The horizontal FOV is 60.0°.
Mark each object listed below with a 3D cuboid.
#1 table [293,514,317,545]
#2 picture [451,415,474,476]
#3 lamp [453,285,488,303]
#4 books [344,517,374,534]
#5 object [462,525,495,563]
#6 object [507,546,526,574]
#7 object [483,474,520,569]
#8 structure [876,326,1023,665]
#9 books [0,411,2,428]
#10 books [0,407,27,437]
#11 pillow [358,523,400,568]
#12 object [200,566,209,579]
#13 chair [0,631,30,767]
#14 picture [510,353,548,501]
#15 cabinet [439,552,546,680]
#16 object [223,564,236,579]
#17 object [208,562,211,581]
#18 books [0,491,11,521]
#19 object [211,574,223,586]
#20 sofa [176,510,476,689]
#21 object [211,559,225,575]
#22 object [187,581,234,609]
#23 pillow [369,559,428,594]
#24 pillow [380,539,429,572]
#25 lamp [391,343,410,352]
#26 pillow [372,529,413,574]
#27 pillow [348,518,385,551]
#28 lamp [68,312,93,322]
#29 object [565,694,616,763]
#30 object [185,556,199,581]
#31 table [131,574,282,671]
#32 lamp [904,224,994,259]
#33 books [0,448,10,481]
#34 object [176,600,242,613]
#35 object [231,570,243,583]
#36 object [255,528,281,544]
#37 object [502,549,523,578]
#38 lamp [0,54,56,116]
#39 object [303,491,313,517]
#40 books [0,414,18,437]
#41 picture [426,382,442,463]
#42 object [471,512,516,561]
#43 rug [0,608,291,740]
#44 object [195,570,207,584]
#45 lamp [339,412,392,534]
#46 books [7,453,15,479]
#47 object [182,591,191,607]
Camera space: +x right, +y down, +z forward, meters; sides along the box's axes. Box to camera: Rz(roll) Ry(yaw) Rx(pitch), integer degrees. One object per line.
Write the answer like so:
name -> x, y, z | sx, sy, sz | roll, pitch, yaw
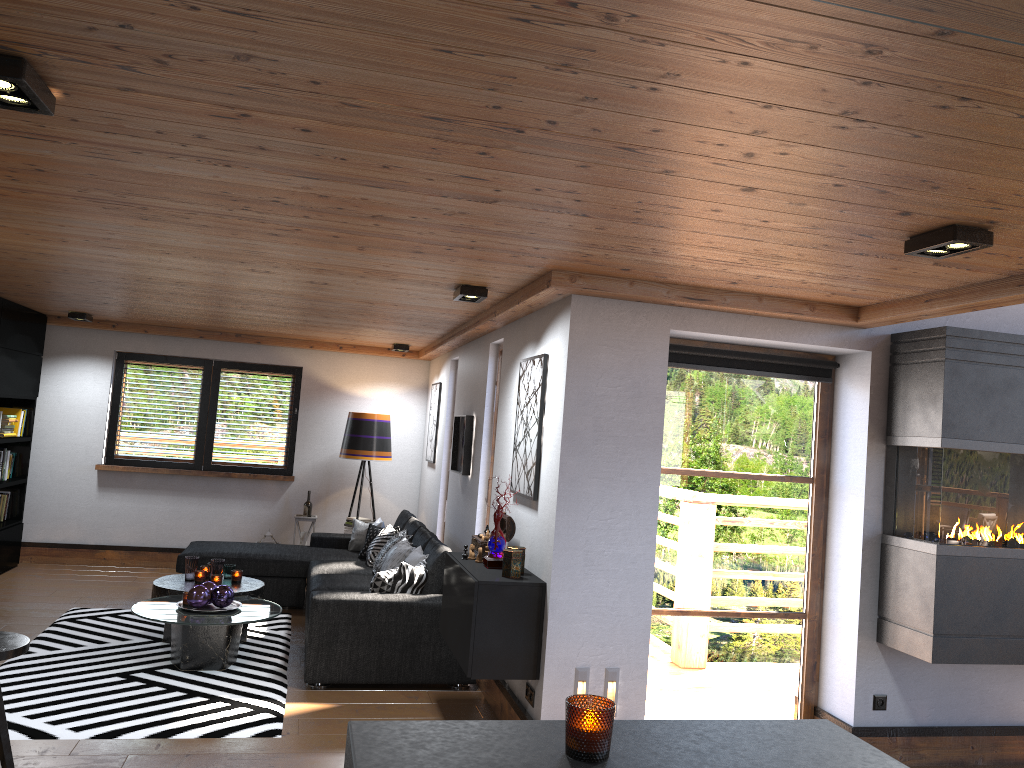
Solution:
table -> -2.103, 1.633, 8.922 | 0.228, 0.609, 0.223 | 5, -4, -13
picture -> -0.391, 0.470, 6.915 | 0.067, 0.451, 0.555 | 5, -4, -13
lamp -> -0.235, -0.511, 4.985 | 0.156, 0.068, 0.259 | 5, -3, -13
books -> -1.522, 1.416, 8.825 | 0.253, 0.159, 0.221 | 1, -5, 43
object -> -0.173, 0.889, 4.998 | 0.203, 0.197, 0.354 | 4, -3, -1
object -> 0.018, 0.915, 4.610 | 0.107, 0.135, 0.097 | 3, -4, 18
object -> -0.059, 0.732, 4.768 | 0.152, 0.505, 0.322 | 5, -4, -13
structure -> 2.748, 0.603, 4.728 | 1.452, 1.651, 0.430 | 5, -4, -14
books -> -4.616, 0.347, 7.737 | 0.183, 0.233, 0.282 | 5, -4, -10
books -> -4.680, 0.356, 8.282 | 0.214, 0.261, 0.209 | 5, -4, -13
pillow -> -1.096, 1.362, 7.477 | 0.313, 0.364, 0.663 | 6, -4, -18
object -> -2.220, 1.363, 6.424 | 0.079, 0.081, 0.079 | 4, -4, 2
chair -> -1.957, 1.282, 3.141 | 0.395, 0.722, 0.390 | 5, -4, -13
picture -> 0.089, 0.237, 4.969 | 0.020, 0.782, 0.559 | 5, -4, -13
cabinet -> -0.127, 1.215, 4.766 | 0.360, 0.469, 0.949 | 5, -3, -13
object -> -2.065, 1.370, 6.458 | 0.092, 0.099, 0.093 | 3, -4, 24
object -> -2.126, 1.347, 6.348 | 0.115, 0.122, 0.112 | 7, -5, -37
books -> -4.794, 1.131, 8.193 | 0.214, 0.261, 0.250 | 5, -4, -13
object -> -2.039, 1.360, 6.117 | 0.079, 0.081, 0.079 | 4, -4, 2
sofa -> -1.543, 1.448, 6.723 | 2.099, 0.819, 3.070 | 5, -3, -13
object -> -2.079, 1.321, 6.242 | 0.095, 0.168, 0.093 | 8, -5, -42
object -> -1.916, 1.333, 5.603 | 0.287, 0.143, 0.261 | 6, -4, -30
pillow -> -0.712, 1.298, 5.721 | 0.296, 0.346, 0.541 | 2, -4, 38
pillow -> -0.766, 1.301, 6.248 | 0.285, 0.329, 0.721 | 6, -4, -23
lamp -> -1.114, -0.365, 8.845 | 0.156, 0.068, 0.259 | 5, -3, -13
pillow -> -0.923, 1.338, 6.873 | 0.277, 0.356, 0.723 | 5, -3, -13
pillow -> -1.279, 1.369, 7.947 | 0.219, 0.347, 0.561 | 7, -4, -33
lamp -> -3.963, -0.622, 8.145 | 0.156, 0.068, 0.259 | 5, -3, -13
object -> 0.120, 0.537, 1.384 | 0.078, 0.081, 0.080 | 2, -4, 32
object -> -2.274, 1.308, 6.278 | 0.095, 0.168, 0.093 | 8, -5, -42
table -> -1.988, 1.578, 5.880 | 0.900, 0.372, 1.515 | 5, -3, -12
lamp -> 1.485, -0.489, 3.023 | 0.156, 0.068, 0.259 | 5, -3, -13
books -> -4.659, 0.714, 7.894 | 0.223, 0.296, 0.343 | 5, -4, -13
object -> -1.908, 1.399, 5.589 | 0.394, 0.022, 0.395 | 4, -3, 6
object -> -1.971, 1.378, 6.351 | 0.079, 0.081, 0.079 | 4, -4, 2
object -> -2.454, 1.679, 8.885 | 0.254, 0.462, 0.249 | 5, -4, -13
object -> 0.001, 0.906, 4.479 | 0.109, 0.135, 0.096 | 6, -4, -23
lamp -> -1.237, -0.744, 2.173 | 0.156, 0.068, 0.259 | 5, -3, -13
object -> -2.059, 1.220, 8.950 | 0.086, 0.286, 0.088 | 1, -5, 40
books -> -4.648, 0.374, 8.022 | 0.262, 0.197, 0.294 | 5, -3, -10
picture -> -0.778, 0.381, 8.775 | 0.020, 0.782, 0.559 | 5, -4, -13
object -> -0.114, 0.862, 5.068 | 0.211, 0.270, 0.285 | 5, -4, -13
rug -> -2.266, 1.736, 5.620 | 1.670, 0.020, 2.883 | 5, -3, -13
object -> -2.189, 1.355, 6.224 | 0.079, 0.081, 0.079 | 4, -4, 2
lamp -> -1.041, 1.194, 9.169 | 1.646, 1.701, 0.517 | 7, -5, -35
books -> -4.746, 0.756, 8.203 | 0.190, 0.238, 0.288 | 5, -4, -14
object -> -2.037, 1.356, 5.588 | 0.079, 0.081, 0.079 | 4, -4, 2
